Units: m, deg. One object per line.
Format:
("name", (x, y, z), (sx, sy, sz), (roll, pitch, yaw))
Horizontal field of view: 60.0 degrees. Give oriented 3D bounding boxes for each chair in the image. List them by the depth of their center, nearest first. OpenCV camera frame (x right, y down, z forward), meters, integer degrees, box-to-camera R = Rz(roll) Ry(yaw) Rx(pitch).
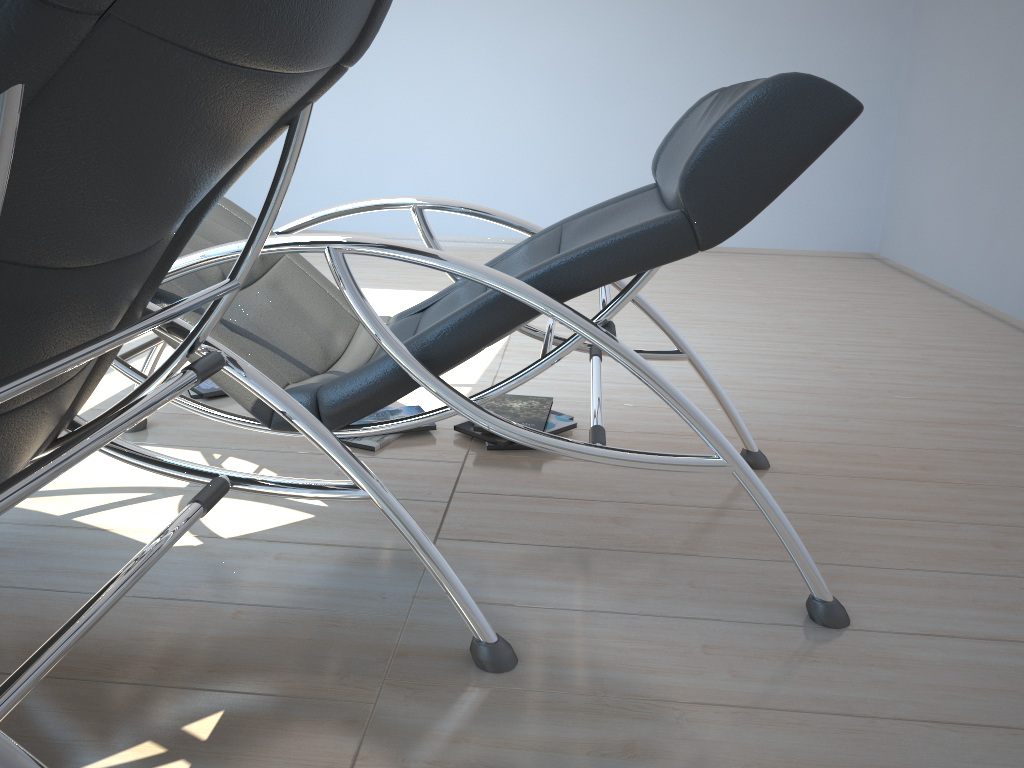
("chair", (-0.969, -0.078, 1.006), (1.938, 1.251, 0.836), (3, 17, 4))
("chair", (-0.383, -0.186, 1.941), (2.114, 0.953, 0.836), (3, 17, 4))

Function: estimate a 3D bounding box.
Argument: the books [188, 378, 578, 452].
("books", (-2.107, 0.181, 1.817), (4.790, 0.222, 1.045), (-7, 19, -27))
